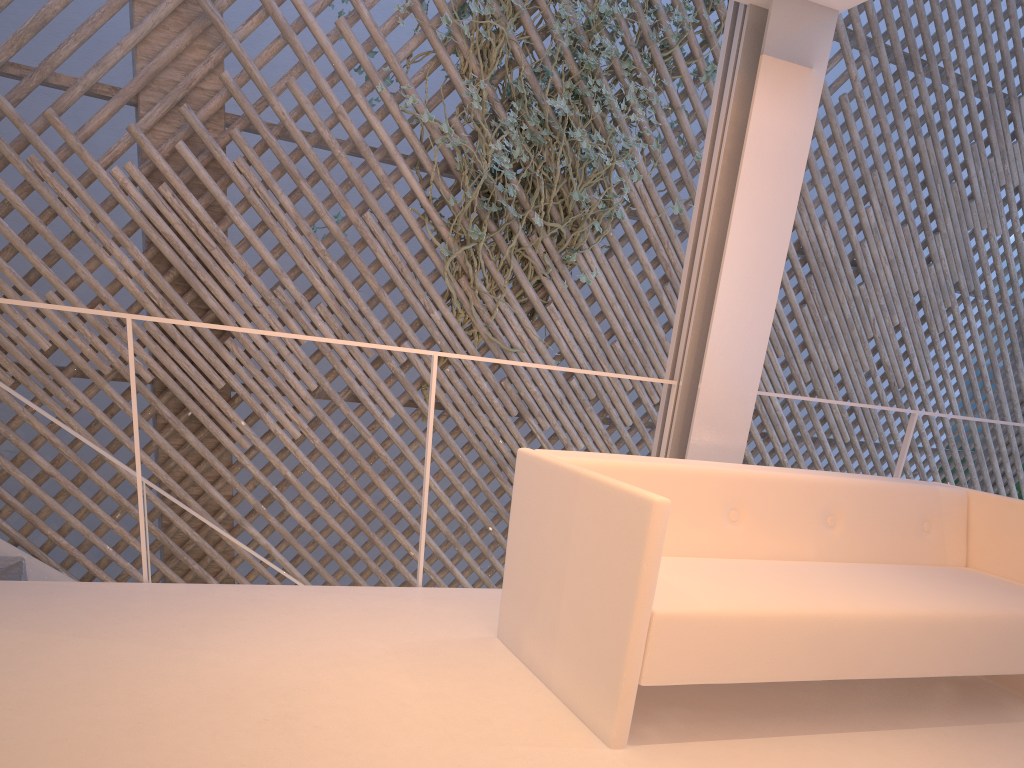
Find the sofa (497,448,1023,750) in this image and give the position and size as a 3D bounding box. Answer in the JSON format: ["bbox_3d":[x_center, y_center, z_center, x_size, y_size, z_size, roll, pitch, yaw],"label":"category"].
[{"bbox_3d":[0.533,0.367,1.477,0.992,0.407,0.454,5,10,-21],"label":"sofa"}]

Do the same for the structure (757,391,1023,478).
[{"bbox_3d":[1.281,0.389,2.333,1.713,0.619,0.024,6,19,-21],"label":"structure"}]

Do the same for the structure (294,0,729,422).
[{"bbox_3d":[0.409,-1.185,3.015,2.359,2.980,0.661,0,20,-27],"label":"structure"}]

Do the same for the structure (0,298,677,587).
[{"bbox_3d":[-0.448,0.196,1.668,1.715,0.619,0.024,6,19,-21],"label":"structure"}]

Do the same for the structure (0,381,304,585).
[{"bbox_3d":[-0.897,0.856,2.532,1.966,2.149,1.064,1,17,-26],"label":"structure"}]
